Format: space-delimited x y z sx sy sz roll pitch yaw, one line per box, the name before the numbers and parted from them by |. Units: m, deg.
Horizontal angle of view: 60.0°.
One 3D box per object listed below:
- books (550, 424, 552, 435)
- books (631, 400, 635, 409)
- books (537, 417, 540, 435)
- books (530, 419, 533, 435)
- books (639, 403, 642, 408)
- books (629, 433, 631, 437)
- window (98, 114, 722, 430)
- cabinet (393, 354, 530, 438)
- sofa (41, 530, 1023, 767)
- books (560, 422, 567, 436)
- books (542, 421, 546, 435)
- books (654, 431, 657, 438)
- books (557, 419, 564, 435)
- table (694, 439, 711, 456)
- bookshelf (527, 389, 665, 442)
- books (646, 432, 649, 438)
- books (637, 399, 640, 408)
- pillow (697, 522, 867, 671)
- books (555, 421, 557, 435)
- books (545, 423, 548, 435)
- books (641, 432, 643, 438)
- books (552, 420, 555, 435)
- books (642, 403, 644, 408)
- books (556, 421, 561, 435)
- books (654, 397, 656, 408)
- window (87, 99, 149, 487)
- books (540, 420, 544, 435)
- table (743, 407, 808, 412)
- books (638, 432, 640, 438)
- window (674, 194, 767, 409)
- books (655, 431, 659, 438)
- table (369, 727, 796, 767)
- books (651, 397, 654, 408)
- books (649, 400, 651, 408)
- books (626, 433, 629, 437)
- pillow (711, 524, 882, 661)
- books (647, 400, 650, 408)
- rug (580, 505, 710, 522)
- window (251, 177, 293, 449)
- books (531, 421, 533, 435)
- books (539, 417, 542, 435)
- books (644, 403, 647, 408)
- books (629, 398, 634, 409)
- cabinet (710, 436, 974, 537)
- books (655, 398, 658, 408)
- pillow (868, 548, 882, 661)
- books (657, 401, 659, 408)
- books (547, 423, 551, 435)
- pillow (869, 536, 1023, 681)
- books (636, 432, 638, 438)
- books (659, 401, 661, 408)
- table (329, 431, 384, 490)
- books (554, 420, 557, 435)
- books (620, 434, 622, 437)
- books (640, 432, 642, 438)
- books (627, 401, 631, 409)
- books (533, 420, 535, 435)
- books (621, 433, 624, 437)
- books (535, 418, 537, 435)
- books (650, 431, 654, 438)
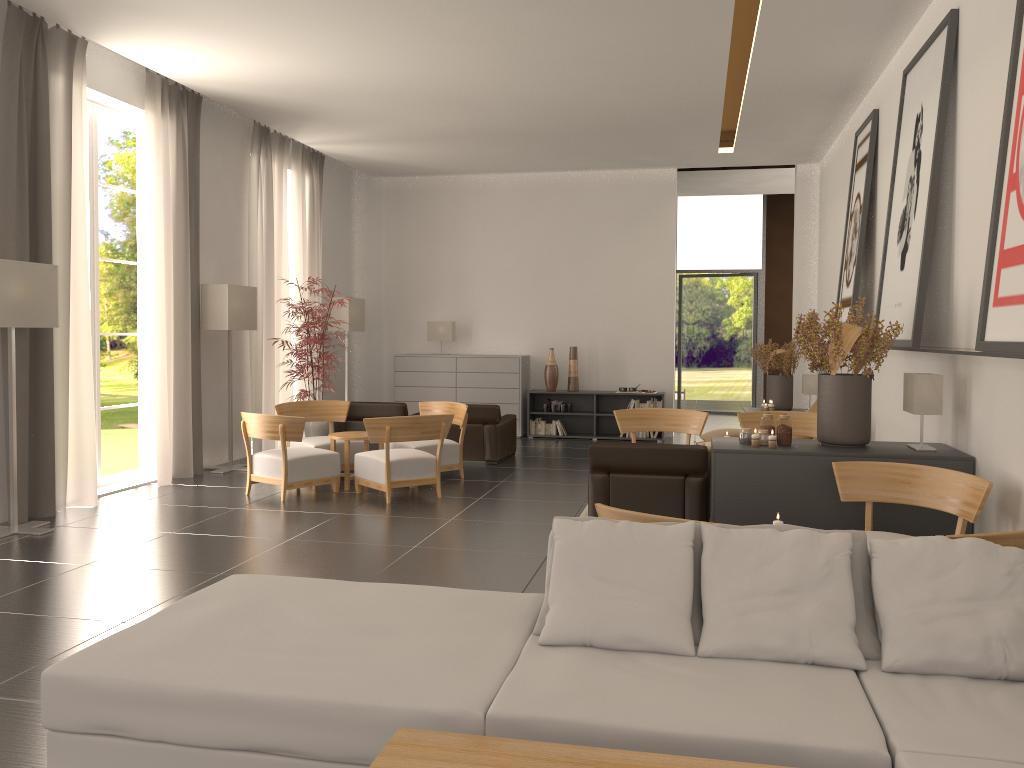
books | 0.913 1.039 20.424 0.054 0.249 0.167 1 2 12
books | 2.713 0.519 19.984 0.130 0.322 0.252 1 3 12
books | 0.604 0.967 20.460 0.029 0.385 0.220 1 2 12
books | 0.446 0.989 20.477 0.022 0.338 0.253 1 3 12
books | 2.905 0.555 19.988 0.054 0.249 0.167 1 2 12
books | 2.686 1.007 20.040 0.041 0.376 0.248 1 2 12
window | 6.636 -4.208 20.284 99.123 20.567 48.661 1 3 12
cabinet | -1.189 0.250 21.109 3.080 1.875 1.041 1 2 12
sofa | 0.240 1.607 2.707 5.525 1.204 5.608 1 3 12
books | 1.182 1.026 20.324 0.142 0.289 0.252 1 3 12
books | 0.742 1.008 20.419 0.054 0.311 0.244 1 3 12
books | 3.266 1.028 19.919 0.154 0.360 0.249 1 2 12
books | 1.126 0.994 20.343 0.138 0.354 0.236 1 2 12
table | 2.925 1.247 12.162 0.797 0.903 0.798 2 3 34
bookshelf | 1.939 0.713 20.341 3.080 1.078 0.741 1 3 12
books | 3.062 1.028 19.989 0.057 0.346 0.197 1 2 12
books | 2.848 0.515 19.989 0.054 0.328 0.187 1 2 12
pillow | 1.379 1.078 4.611 0.802 0.595 0.596 1 3 12
books | 1.018 1.015 20.364 0.017 0.305 0.239 1 3 12
books | 0.804 1.038 20.447 0.054 0.249 0.167 1 2 12
books | 2.949 0.998 19.987 0.041 0.404 0.245 1 2 12
books | 0.967 1.001 20.401 0.054 0.328 0.187 1 2 12
books | 2.960 0.556 19.977 0.054 0.249 0.167 1 2 12
books | 1.088 1.010 20.343 0.130 0.322 0.252 1 3 12
books | 3.204 0.494 19.896 0.029 0.385 0.220 1 2 12
window | -6.259 -1.312 13.199 0.110 5.746 2.645 1 2 12
books | 0.696 1.003 20.433 0.039 0.318 0.236 1 3 12
table | 5.577 0.976 18.094 1.600 0.839 1.601 1 3 12
books | 2.869 1.010 20.016 0.041 0.376 0.221 1 2 12
window | 2.443 -2.808 27.314 10.309 7.376 0.100 1 2 12
books | 3.295 1.023 19.911 0.156 0.371 0.252 1 2 12
table | 0.179 1.808 2.512 1.600 0.839 1.601 1 3 12
books | 3.149 0.494 19.901 0.039 0.384 0.233 1 2 12
books | 3.109 0.526 19.909 0.039 0.318 0.236 1 3 12
books | 2.630 1.024 20.044 0.071 0.344 0.265 1 3 12
pillow | 1.470 1.090 4.732 0.919 0.591 0.558 1 3 12
books | 3.061 0.529 19.915 0.054 0.311 0.244 1 3 12
rug | 3.016 1.716 11.968 4.000 0.010 3.560 1 3 12
window | -5.172 -1.592 18.370 0.110 5.746 2.645 1 2 12
books | 0.484 1.005 20.483 0.048 0.305 0.226 1 3 12
books | 0.657 0.969 20.442 0.039 0.384 0.233 1 2 12
books | 3.014 0.557 19.966 0.054 0.249 0.167 1 2 12
books | 2.679 0.502 19.999 0.138 0.354 0.236 1 2 12
cabinet | 3.290 1.257 9.173 2.400 1.239 1.121 1 3 12
books | 3.240 0.508 19.894 0.039 0.357 0.210 1 2 12
pillow | 2.331 1.144 4.572 0.918 0.510 0.616 1 3 14
books | 3.276 0.532 19.869 0.039 0.312 0.246 1 3 12
books | 0.859 1.038 20.436 0.054 0.249 0.167 1 2 12
pillow | 2.227 1.100 4.442 0.797 0.580 0.626 1 3 13
books | 2.832 0.995 20.018 0.031 0.406 0.231 1 2 12
books | 3.322 0.536 19.870 0.048 0.305 0.226 1 3 12
table | -2.414 1.183 13.820 0.870 0.802 0.870 2 3 34
books | 0.997 1.006 20.361 0.019 0.324 0.254 1 3 12
books | 2.527 1.015 20.074 0.154 0.360 0.249 1 2 12
books | 2.908 1.032 19.995 0.041 0.335 0.248 1 3 12
books | 2.619 0.532 20.004 0.142 0.289 0.252 1 3 12
books | 0.527 1.003 20.464 0.039 0.312 0.246 1 3 12
books | 2.555 1.009 20.066 0.156 0.371 0.252 1 2 12
books | 0.570 0.980 20.472 0.039 0.357 0.210 1 2 12
books | 3.137 1.042 19.952 0.106 0.325 0.238 1 3 12
